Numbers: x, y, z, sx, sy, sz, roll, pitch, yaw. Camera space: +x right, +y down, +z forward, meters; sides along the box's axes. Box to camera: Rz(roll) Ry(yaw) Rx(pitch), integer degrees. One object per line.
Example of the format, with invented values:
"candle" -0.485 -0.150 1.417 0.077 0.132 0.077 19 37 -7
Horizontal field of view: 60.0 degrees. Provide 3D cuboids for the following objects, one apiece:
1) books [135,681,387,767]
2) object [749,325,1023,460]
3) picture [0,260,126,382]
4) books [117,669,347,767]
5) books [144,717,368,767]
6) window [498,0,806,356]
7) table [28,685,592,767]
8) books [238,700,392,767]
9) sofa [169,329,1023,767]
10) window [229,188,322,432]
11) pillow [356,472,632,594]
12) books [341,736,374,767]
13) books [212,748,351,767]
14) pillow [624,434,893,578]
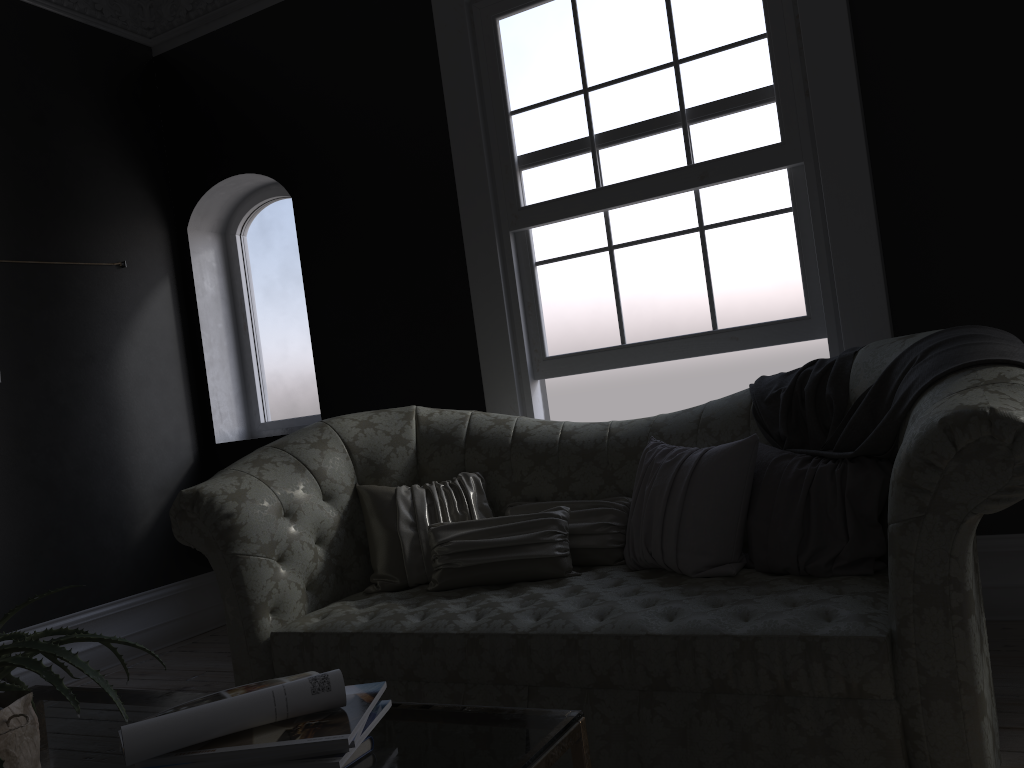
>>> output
"books" -0.381 0.533 1.401 0.318 0.011 0.252 -8 -1 4
"object" 1.199 0.146 2.856 0.516 0.585 1.368 -8 -1 -13
"picture" -3.162 -0.216 3.033 0.058 0.771 4.453 -8 -1 27
"books" -0.457 0.531 1.431 0.322 0.109 0.273 -7 -1 -28
"books" -0.387 0.545 1.406 0.318 0.011 0.252 -8 -1 -1
"window" 0.584 -1.008 3.962 1.264 1.671 0.056 -8 0 28
"table" -0.729 0.934 1.324 1.450 0.558 1.091 -8 -1 28
"books" -0.382 0.566 1.415 0.318 0.011 0.252 -8 -1 9
"sofa" 0.346 0.559 3.212 2.816 1.160 1.604 -8 -1 28
"window" -1.362 -0.468 5.469 0.741 1.456 0.112 -8 0 28
"pillow" -0.122 0.536 3.373 1.106 0.416 0.528 -8 -1 28
"books" -0.359 0.590 1.401 0.232 0.023 0.162 -8 -1 28
"books" -0.398 0.557 1.421 0.318 0.011 0.252 -8 -1 -1
"pillow" 0.764 0.386 2.929 0.965 0.461 0.404 -8 -1 35
